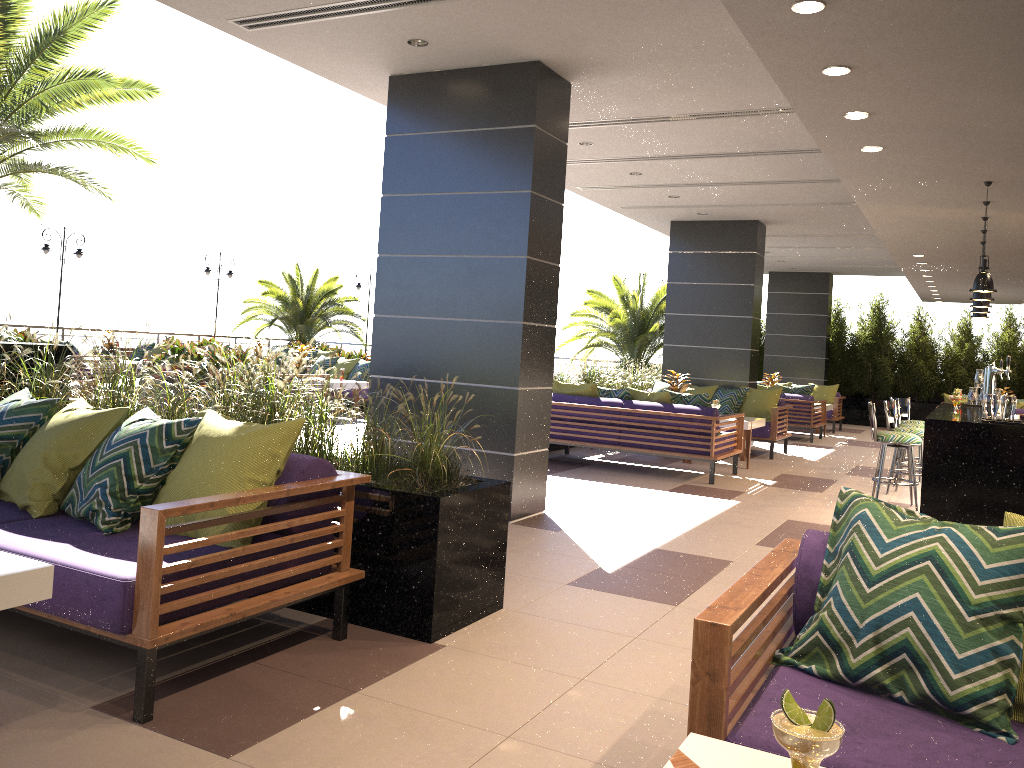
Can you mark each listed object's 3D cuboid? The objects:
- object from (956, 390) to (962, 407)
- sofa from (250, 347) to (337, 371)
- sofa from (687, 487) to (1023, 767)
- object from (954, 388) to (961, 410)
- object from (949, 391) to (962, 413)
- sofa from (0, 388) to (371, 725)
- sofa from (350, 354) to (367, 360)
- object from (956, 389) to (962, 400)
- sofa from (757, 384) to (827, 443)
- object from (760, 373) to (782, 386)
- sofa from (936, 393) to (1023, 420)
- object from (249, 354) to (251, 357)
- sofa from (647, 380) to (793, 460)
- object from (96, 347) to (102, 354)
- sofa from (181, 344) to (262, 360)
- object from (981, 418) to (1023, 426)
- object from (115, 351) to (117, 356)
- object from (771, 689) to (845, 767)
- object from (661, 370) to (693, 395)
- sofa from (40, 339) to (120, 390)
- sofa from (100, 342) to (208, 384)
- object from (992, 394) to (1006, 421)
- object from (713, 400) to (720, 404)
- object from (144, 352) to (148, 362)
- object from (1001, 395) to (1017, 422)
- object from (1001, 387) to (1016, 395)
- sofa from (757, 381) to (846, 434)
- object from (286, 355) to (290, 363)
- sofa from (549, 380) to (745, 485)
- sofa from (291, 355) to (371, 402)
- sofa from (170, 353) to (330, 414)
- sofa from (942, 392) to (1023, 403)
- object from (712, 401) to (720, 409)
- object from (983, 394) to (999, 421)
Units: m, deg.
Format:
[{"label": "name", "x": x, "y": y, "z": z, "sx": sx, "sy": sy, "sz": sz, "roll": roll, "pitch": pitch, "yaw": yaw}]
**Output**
[{"label": "object", "x": 4.718, "y": 0.151, "z": 9.375, "sx": 0.084, "sy": 0.190, "sz": 0.067, "roll": 4, "pitch": -1, "yaw": -38}, {"label": "sofa", "x": -4.965, "y": -0.378, "z": 20.321, "sx": 2.129, "sy": 0.920, "sz": 1.117, "roll": 5, "pitch": 1, "yaw": 27}, {"label": "sofa", "x": 1.567, "y": 0.803, "z": 1.910, "sx": 2.129, "sy": 0.920, "sz": 1.117, "roll": 5, "pitch": 1, "yaw": 27}, {"label": "object", "x": 4.408, "y": 0.146, "z": 8.770, "sx": 0.069, "sy": 0.211, "sz": 0.068, "roll": 3, "pitch": -1, "yaw": 10}, {"label": "object", "x": 3.952, "y": 0.161, "z": 7.893, "sx": 0.105, "sy": 0.197, "sz": 0.106, "roll": 4, "pitch": 0, "yaw": -35}, {"label": "sofa", "x": -1.797, "y": 0.517, "z": 3.667, "sx": 2.129, "sy": 0.920, "sz": 1.117, "roll": 5, "pitch": 1, "yaw": 27}, {"label": "sofa", "x": -2.076, "y": -0.024, "z": 16.205, "sx": 2.129, "sy": 0.920, "sz": 1.117, "roll": 5, "pitch": 1, "yaw": 27}, {"label": "object", "x": 5.000, "y": 0.151, "z": 9.909, "sx": 0.069, "sy": 0.181, "sz": 0.068, "roll": 4, "pitch": -1, "yaw": -1}, {"label": "sofa", "x": 4.204, "y": 0.412, "z": 15.216, "sx": 2.129, "sy": 0.920, "sz": 1.117, "roll": 5, "pitch": 1, "yaw": 27}, {"label": "object", "x": 4.822, "y": 0.044, "z": 16.388, "sx": 0.431, "sy": 0.527, "sz": 0.424, "roll": 4, "pitch": 0, "yaw": 45}, {"label": "sofa", "x": 8.304, "y": 0.685, "z": 14.863, "sx": 2.129, "sy": 0.920, "sz": 1.117, "roll": 5, "pitch": 1, "yaw": 27}, {"label": "object", "x": -5.893, "y": -0.609, "z": 19.839, "sx": 0.105, "sy": 0.197, "sz": 0.106, "roll": 4, "pitch": 0, "yaw": -30}, {"label": "sofa", "x": 2.714, "y": 0.438, "z": 12.349, "sx": 2.129, "sy": 0.920, "sz": 1.117, "roll": 5, "pitch": 1, "yaw": 27}, {"label": "object", "x": -7.682, "y": -0.581, "z": 16.465, "sx": 0.105, "sy": 0.197, "sz": 0.106, "roll": 4, "pitch": 0, "yaw": -30}, {"label": "sofa", "x": -6.042, "y": -0.360, "z": 18.277, "sx": 2.129, "sy": 0.920, "sz": 1.117, "roll": 5, "pitch": 1, "yaw": 27}, {"label": "object", "x": 3.716, "y": 0.285, "z": 6.714, "sx": 0.273, "sy": 0.018, "sz": 0.436, "roll": 5, "pitch": 3, "yaw": 27}, {"label": "object", "x": -6.810, "y": -0.477, "z": 15.290, "sx": 0.082, "sy": 0.198, "sz": 0.069, "roll": 4, "pitch": -1, "yaw": -21}, {"label": "object", "x": 0.438, "y": 0.563, "z": 1.323, "sx": 0.105, "sy": 0.197, "sz": 0.106, "roll": 4, "pitch": 0, "yaw": -35}, {"label": "object", "x": 2.039, "y": 0.093, "z": 11.024, "sx": 0.431, "sy": 0.527, "sz": 0.424, "roll": 4, "pitch": 0, "yaw": 40}, {"label": "sofa", "x": -7.779, "y": -0.327, "z": 14.880, "sx": 2.129, "sy": 0.920, "sz": 1.117, "roll": 5, "pitch": 1, "yaw": 27}, {"label": "sofa", "x": -6.710, "y": -0.346, "z": 16.928, "sx": 2.129, "sy": 0.920, "sz": 1.117, "roll": 5, "pitch": 1, "yaw": 27}, {"label": "object", "x": 3.700, "y": 0.188, "z": 6.732, "sx": 0.105, "sy": 0.209, "sz": 0.105, "roll": 3, "pitch": -1, "yaw": 32}, {"label": "object", "x": 2.557, "y": 0.290, "z": 11.113, "sx": 0.066, "sy": 0.190, "sz": 0.084, "roll": 4, "pitch": -1, "yaw": -38}, {"label": "object", "x": -6.585, "y": -0.486, "z": 15.923, "sx": 0.066, "sy": 0.190, "sz": 0.084, "roll": 4, "pitch": -1, "yaw": -33}, {"label": "object", "x": 3.700, "y": 0.193, "z": 6.596, "sx": 0.105, "sy": 0.209, "sz": 0.105, "roll": 3, "pitch": -1, "yaw": 32}, {"label": "object", "x": 8.874, "y": 0.316, "z": 15.994, "sx": 0.431, "sy": 0.527, "sz": 0.424, "roll": 4, "pitch": 0, "yaw": 45}, {"label": "sofa", "x": 5.387, "y": 0.392, "z": 17.492, "sx": 2.129, "sy": 0.920, "sz": 1.117, "roll": 5, "pitch": 1, "yaw": 27}, {"label": "object", "x": -4.893, "y": -0.533, "z": 19.344, "sx": 0.069, "sy": 0.211, "sz": 0.068, "roll": 3, "pitch": -1, "yaw": 15}, {"label": "sofa", "x": 1.356, "y": 0.462, "z": 9.736, "sx": 2.129, "sy": 0.920, "sz": 1.117, "roll": 5, "pitch": 1, "yaw": 27}, {"label": "sofa", "x": -2.744, "y": -0.010, "z": 14.856, "sx": 2.129, "sy": 0.920, "sz": 1.117, "roll": 5, "pitch": 1, "yaw": 27}, {"label": "sofa", "x": -3.820, "y": 0.008, "z": 12.812, "sx": 2.129, "sy": 0.920, "sz": 1.117, "roll": 5, "pitch": 1, "yaw": 27}, {"label": "sofa", "x": 9.487, "y": 0.664, "z": 17.140, "sx": 2.129, "sy": 0.920, "sz": 1.117, "roll": 5, "pitch": 1, "yaw": 27}, {"label": "object", "x": 2.428, "y": 0.302, "z": 10.544, "sx": 0.105, "sy": 0.197, "sz": 0.106, "roll": 4, "pitch": 0, "yaw": -35}, {"label": "object", "x": 3.594, "y": 0.185, "z": 6.643, "sx": 0.105, "sy": 0.209, "sz": 0.105, "roll": 3, "pitch": -1, "yaw": 32}]
